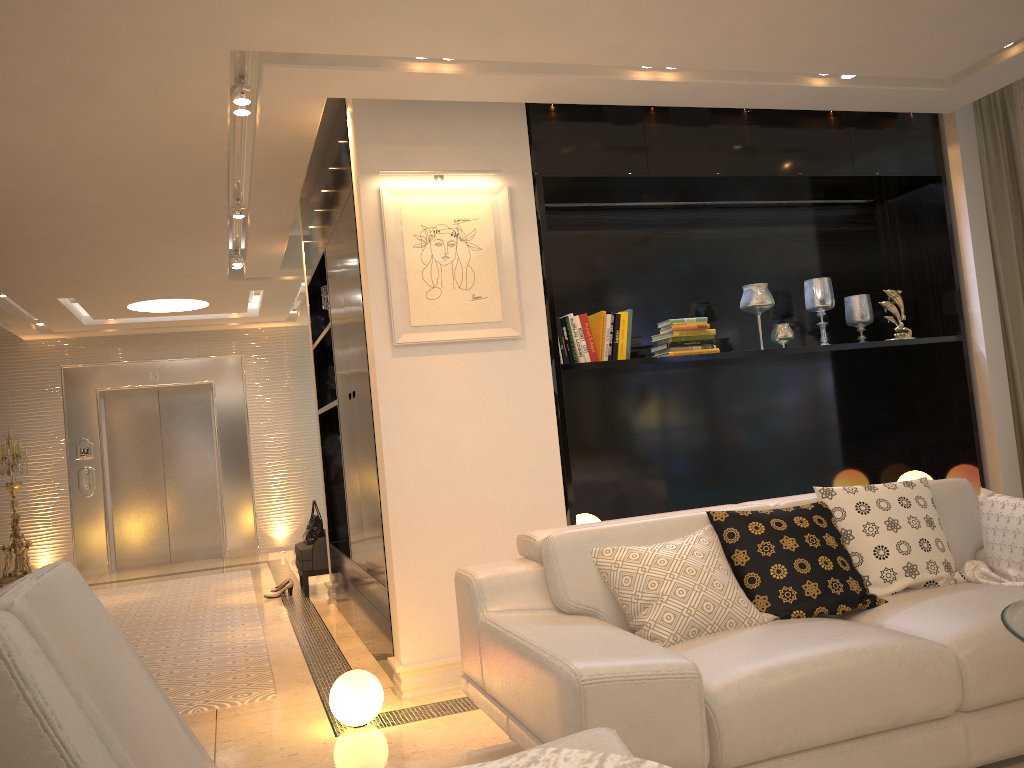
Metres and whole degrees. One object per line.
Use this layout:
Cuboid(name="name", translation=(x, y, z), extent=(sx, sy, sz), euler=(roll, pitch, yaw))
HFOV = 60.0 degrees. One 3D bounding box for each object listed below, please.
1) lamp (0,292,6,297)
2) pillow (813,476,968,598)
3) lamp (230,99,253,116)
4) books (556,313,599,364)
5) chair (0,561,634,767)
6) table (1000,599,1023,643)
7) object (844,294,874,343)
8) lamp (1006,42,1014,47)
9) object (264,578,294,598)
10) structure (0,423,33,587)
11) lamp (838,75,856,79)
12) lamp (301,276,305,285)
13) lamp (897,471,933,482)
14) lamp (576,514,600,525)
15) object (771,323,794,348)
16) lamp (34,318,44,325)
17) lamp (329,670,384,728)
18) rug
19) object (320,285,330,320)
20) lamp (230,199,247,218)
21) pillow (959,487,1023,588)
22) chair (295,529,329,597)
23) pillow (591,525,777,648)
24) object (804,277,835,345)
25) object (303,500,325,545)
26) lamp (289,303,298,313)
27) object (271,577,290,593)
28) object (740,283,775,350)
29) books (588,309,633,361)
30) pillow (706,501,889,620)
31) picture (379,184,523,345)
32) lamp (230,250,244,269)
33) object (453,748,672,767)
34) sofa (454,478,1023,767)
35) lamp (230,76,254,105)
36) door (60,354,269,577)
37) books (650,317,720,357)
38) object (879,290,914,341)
Cuboid(name="lamp", translation=(-4.304, -0.798, 7.479), extent=(0.107, 0.127, 0.107), euler=(-6, -3, 1))
Cuboid(name="pillow", translation=(1.398, 0.546, 3.215), extent=(0.526, 0.399, 0.255), euler=(-4, -3, -18))
Cuboid(name="lamp", translation=(-1.237, -1.291, 4.049), extent=(0.107, 0.127, 0.107), euler=(-3, -4, -37))
Cuboid(name="books", translation=(0.275, -0.220, 4.452), extent=(0.240, 0.270, 0.208), euler=(-4, -3, -18))
Cuboid(name="chair", translation=(-0.093, 0.670, 1.059), extent=(0.983, 0.991, 1.027), euler=(-4, -3, -19))
Cuboid(name="table", translation=(1.610, 0.704, 1.107), extent=(0.999, 0.565, 2.140), euler=(-4, -3, -19))
Cuboid(name="object", translation=(2.050, -0.360, 5.221), extent=(0.147, 0.317, 0.147), euler=(-5, -3, -16))
Cuboid(name="lamp", translation=(2.279, -1.629, 4.116), extent=(0.107, 0.127, 0.107), euler=(-3, -4, -37))
Cuboid(name="object", translation=(-1.838, 1.611, 6.983), extent=(0.235, 0.135, 0.084), euler=(-5, -3, -16))
Cuboid(name="structure", translation=(-4.960, 1.250, 9.133), extent=(0.382, 1.715, 0.811), euler=(-6, -3, 6))
Cuboid(name="lamp", translation=(1.622, -1.543, 4.286), extent=(0.107, 0.127, 0.107), euler=(-3, -4, -37))
Cuboid(name="lamp", translation=(-1.928, -0.984, 8.257), extent=(0.107, 0.127, 0.107), euler=(-3, -4, -37))
Cuboid(name="lamp", translation=(2.344, 0.610, 5.146), extent=(0.212, 0.214, 0.213), euler=(-8, -4, 32))
Cuboid(name="lamp", translation=(0.370, 0.765, 4.500), extent=(0.213, 0.214, 0.212), euler=(-7, -3, 21))
Cuboid(name="object", translation=(1.503, -0.254, 4.925), extent=(0.119, 0.154, 0.119), euler=(-5, -3, -8))
Cuboid(name="lamp", translation=(-4.797, -0.662, 9.017), extent=(0.107, 0.127, 0.107), euler=(-3, -4, -37))
Cuboid(name="lamp", translation=(-0.621, 1.254, 3.544), extent=(0.213, 0.214, 0.212), euler=(-7, -3, 21))
Cuboid(name="rug", translation=(-2.555, 1.695, 6.199), extent=(1.526, 0.015, 5.025), euler=(-4, -3, -18))
Cuboid(name="object", translation=(-1.189, -0.511, 5.922), extent=(0.155, 0.347, 0.155), euler=(-3, -4, -38))
Cuboid(name="lamp", translation=(-1.779, -1.141, 5.760), extent=(0.107, 0.127, 0.107), euler=(-3, -4, -37))
Cuboid(name="pillow", translation=(1.753, 0.531, 3.062), extent=(0.281, 0.325, 0.521), euler=(-5, -3, -9))
Cuboid(name="chair", translation=(-1.427, 1.200, 7.250), extent=(0.702, 0.898, 0.625), euler=(-5, -3, -17))
Cuboid(name="pillow", translation=(0.552, 0.658, 2.878), extent=(0.521, 0.329, 0.351), euler=(-4, -3, -18))
Cuboid(name="object", translation=(1.798, -0.394, 5.150), extent=(0.156, 0.426, 0.156), euler=(-5, -3, -13))
Cuboid(name="object", translation=(-1.617, 1.117, 7.210), extent=(0.168, 0.345, 0.366), euler=(-4, -3, -19))
Cuboid(name="lamp", translation=(-2.421, -0.849, 9.795), extent=(0.107, 0.127, 0.107), euler=(-3, -4, -37))
Cuboid(name="object", translation=(-1.859, 1.624, 7.174), extent=(0.235, 0.135, 0.084), euler=(-7, -4, 30))
Cuboid(name="object", translation=(1.365, -0.357, 4.902), extent=(0.181, 0.381, 0.181), euler=(-4, -4, -24))
Cuboid(name="books", translation=(0.493, -0.233, 4.528), extent=(0.210, 0.261, 0.212), euler=(-4, -3, -18))
Cuboid(name="pillow", translation=(0.979, 0.591, 3.032), extent=(0.524, 0.355, 0.323), euler=(-5, -3, -18))
Cuboid(name="picture", translation=(-0.274, -0.557, 4.066), extent=(0.610, 0.729, 0.027), euler=(-4, -3, -18))
Cuboid(name="lamp", translation=(-2.242, -1.013, 7.215), extent=(0.107, 0.127, 0.235), euler=(-4, -3, -18))
Cuboid(name="object", translation=(0.039, 0.845, 0.868), extent=(0.972, 0.580, 1.347), euler=(-7, -3, 19))
Cuboid(name="sofa", translation=(1.071, 0.787, 2.995), extent=(2.328, 0.754, 1.145), euler=(-4, -3, -18))
Cuboid(name="lamp", translation=(-1.199, -1.302, 3.927), extent=(0.107, 0.127, 0.107), euler=(-3, -4, -37))
Cuboid(name="door", translation=(-3.067, -5.578, 0.953), extent=(83.408, 24.296, 83.408), euler=(-6, -3, 3))
Cuboid(name="books", translation=(0.910, -0.235, 4.686), extent=(0.296, 0.197, 0.260), euler=(-5, -3, -15))
Cuboid(name="object", translation=(2.165, -0.385, 5.000), extent=(0.182, 0.293, 0.116), euler=(-4, -3, -21))
